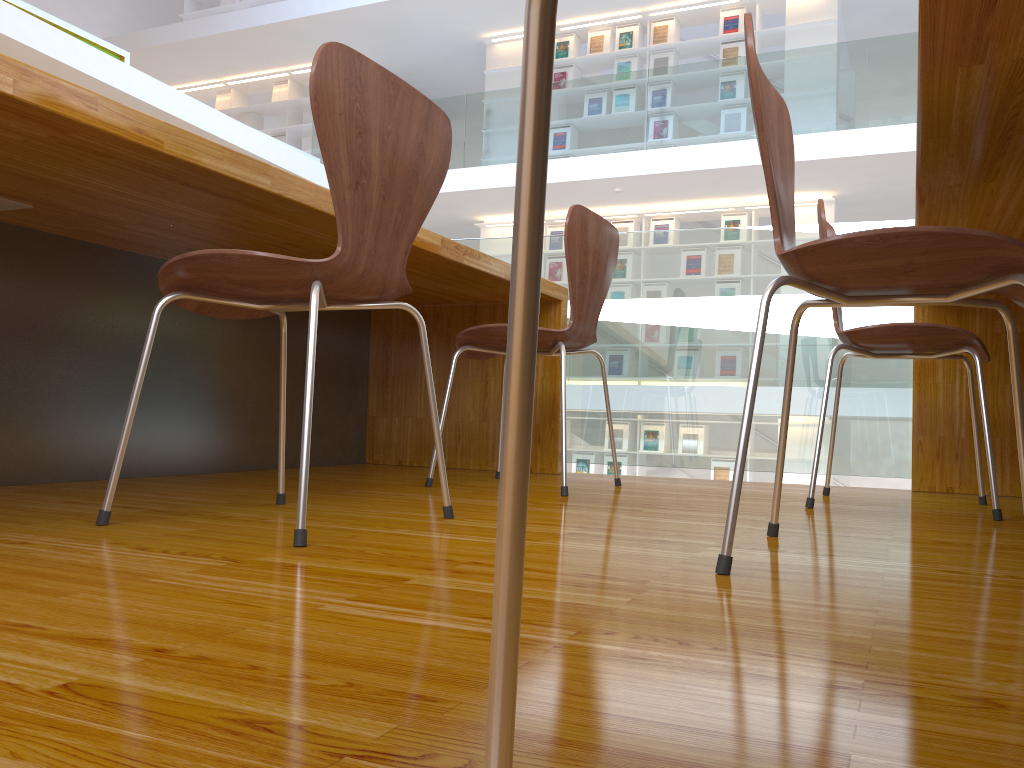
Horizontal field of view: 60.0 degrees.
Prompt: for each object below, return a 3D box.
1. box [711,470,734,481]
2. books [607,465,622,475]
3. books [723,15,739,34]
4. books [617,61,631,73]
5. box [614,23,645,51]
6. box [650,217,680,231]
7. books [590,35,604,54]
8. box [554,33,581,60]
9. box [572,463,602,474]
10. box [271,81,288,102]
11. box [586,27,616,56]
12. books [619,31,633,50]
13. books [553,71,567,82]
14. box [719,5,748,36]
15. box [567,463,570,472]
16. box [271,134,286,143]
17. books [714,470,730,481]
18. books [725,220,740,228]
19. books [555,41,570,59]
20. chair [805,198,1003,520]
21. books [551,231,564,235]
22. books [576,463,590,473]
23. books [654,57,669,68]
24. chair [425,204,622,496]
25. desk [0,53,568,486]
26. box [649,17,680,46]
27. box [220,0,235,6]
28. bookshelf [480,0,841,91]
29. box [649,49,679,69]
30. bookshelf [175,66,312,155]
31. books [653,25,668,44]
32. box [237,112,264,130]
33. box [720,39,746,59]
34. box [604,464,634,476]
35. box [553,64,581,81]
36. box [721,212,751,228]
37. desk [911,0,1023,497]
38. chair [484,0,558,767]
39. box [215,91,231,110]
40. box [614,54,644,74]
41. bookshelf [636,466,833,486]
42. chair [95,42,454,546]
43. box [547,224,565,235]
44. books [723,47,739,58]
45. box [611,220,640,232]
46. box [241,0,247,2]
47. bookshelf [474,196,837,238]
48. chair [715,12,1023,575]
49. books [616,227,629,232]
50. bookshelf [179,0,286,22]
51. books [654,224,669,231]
[{"bbox_3d":[2.077,0.874,8.626,0.245,0.296,0.274,1,-2,24],"label":"box"},{"bbox_3d":[1.034,0.894,8.978,0.145,0.210,0.037,1,-2,24],"label":"books"},{"bbox_3d":[2.151,-3.510,8.706,0.145,0.210,0.037,1,-2,24],"label":"books"},{"bbox_3d":[1.150,-3.217,9.139,0.145,0.210,0.037,1,-2,24],"label":"books"},{"bbox_3d":[1.225,-3.570,9.241,0.245,0.296,0.274,1,-2,24],"label":"box"},{"bbox_3d":[1.544,-1.521,8.990,0.245,0.296,0.274,1,-2,24],"label":"box"},{"bbox_3d":[0.887,-3.541,9.278,0.145,0.210,0.037,1,-2,24],"label":"books"},{"bbox_3d":[0.577,-3.579,9.533,0.245,0.296,0.274,1,-2,24],"label":"box"},{"bbox_3d":[0.771,0.850,9.215,0.245,0.296,0.274,1,-2,24],"label":"box"},{"bbox_3d":[-2.855,-3.620,11.148,0.245,0.296,0.274,1,-2,24],"label":"box"},{"bbox_3d":[0.945,-3.574,9.367,0.245,0.296,0.274,1,-2,24],"label":"box"},{"bbox_3d":[1.175,-3.529,9.147,0.145,0.210,0.037,1,-2,24],"label":"books"},{"bbox_3d":[0.509,-3.213,9.431,0.145,0.210,0.037,1,-2,24],"label":"books"},{"bbox_3d":[2.203,-3.558,8.799,0.245,0.296,0.274,1,-2,24],"label":"box"},{"bbox_3d":[0.450,0.854,9.374,0.245,0.296,0.274,1,-2,24],"label":"box"},{"bbox_3d":[-2.893,-2.963,11.134,0.245,0.296,0.274,1,-2,24],"label":"box"},{"bbox_3d":[2.017,0.906,8.537,0.145,0.210,0.037,1,-2,24],"label":"books"},{"bbox_3d":[2.136,-1.487,8.605,0.145,0.210,0.037,1,-2,24],"label":"books"},{"bbox_3d":[0.535,-3.541,9.433,0.145,0.210,0.037,1,-2,24],"label":"books"},{"bbox_3d":[0.905,-0.064,2.055,0.381,0.693,0.428,1,-2,24],"label":"chair"},{"bbox_3d":[0.470,-1.510,9.357,0.145,0.210,0.037,1,-2,24],"label":"books"},{"bbox_3d":[0.729,0.879,9.121,0.145,0.210,0.037,1,-2,24],"label":"books"},{"bbox_3d":[1.507,-3.202,8.977,0.145,0.210,0.037,1,-2,24],"label":"books"},{"bbox_3d":[0.052,-0.079,2.319,0.381,0.693,0.428,1,-2,24],"label":"chair"},{"bbox_3d":[-1.059,0.113,1.667,1.248,1.022,3.216,1,-2,24],"label":"desk"},{"bbox_3d":[1.565,-3.566,9.087,0.245,0.296,0.274,1,-2,24],"label":"box"},{"bbox_3d":[-3.644,-4.986,11.577,0.245,0.296,0.274,1,-2,24],"label":"box"},{"bbox_3d":[1.401,-2.896,9.123,3.666,1.836,0.498,1,-2,24],"label":"bookshelf"},{"bbox_3d":[1.553,-3.237,9.076,0.245,0.296,0.274,1,-2,24],"label":"box"},{"bbox_3d":[-3.127,-2.954,11.163,2.984,1.836,0.498,1,-2,24],"label":"bookshelf"},{"bbox_3d":[1.508,-3.533,8.997,0.145,0.210,0.037,1,-2,24],"label":"books"},{"bbox_3d":[-3.374,-3.297,11.368,0.245,0.296,0.274,1,-2,24],"label":"box"},{"bbox_3d":[2.199,-3.229,8.784,0.245,0.296,0.274,1,-2,24],"label":"box"},{"bbox_3d":[1.086,0.861,9.073,0.245,0.296,0.274,1,-2,24],"label":"box"},{"bbox_3d":[0.573,-3.249,9.532,0.245,0.296,0.274,1,-2,24],"label":"box"},{"bbox_3d":[2.193,-1.513,8.698,0.245,0.296,0.274,1,-2,24],"label":"box"},{"bbox_3d":[0.834,-0.067,0.919,0.760,0.606,3.356,1,-2,24],"label":"desk"},{"bbox_3d":[0.082,-0.162,0.136,0.381,0.693,0.428,1,-2,24],"label":"chair"},{"bbox_3d":[-3.694,-3.629,11.529,0.245,0.296,0.274,1,-2,24],"label":"box"},{"bbox_3d":[1.209,-3.242,9.231,0.245,0.296,0.274,1,-2,24],"label":"box"},{"bbox_3d":[1.299,1.209,9.012,3.666,1.836,0.397,1,-2,24],"label":"bookshelf"},{"bbox_3d":[-0.346,-0.125,1.434,0.381,0.693,0.428,1,-2,24],"label":"chair"},{"bbox_3d":[0.516,-1.534,9.454,0.245,0.296,0.274,1,-2,24],"label":"box"},{"bbox_3d":[2.142,-3.196,8.694,0.145,0.210,0.037,1,-2,24],"label":"books"},{"bbox_3d":[1.164,-1.526,9.162,0.245,0.296,0.274,1,-2,24],"label":"box"},{"bbox_3d":[-3.323,-4.982,11.433,0.245,0.296,0.274,1,-2,24],"label":"box"},{"bbox_3d":[1.340,-0.852,9.045,3.666,1.836,0.498,1,-2,24],"label":"bookshelf"},{"bbox_3d":[0.507,-0.110,1.171,0.381,0.693,0.428,1,-2,24],"label":"chair"},{"bbox_3d":[1.115,-1.501,9.066,0.145,0.210,0.037,1,-2,24],"label":"books"},{"bbox_3d":[-3.067,-4.967,11.241,2.984,1.836,0.498,1,-2,24],"label":"bookshelf"},{"bbox_3d":[1.498,-1.497,8.893,0.145,0.210,0.037,1,-2,24],"label":"books"}]
